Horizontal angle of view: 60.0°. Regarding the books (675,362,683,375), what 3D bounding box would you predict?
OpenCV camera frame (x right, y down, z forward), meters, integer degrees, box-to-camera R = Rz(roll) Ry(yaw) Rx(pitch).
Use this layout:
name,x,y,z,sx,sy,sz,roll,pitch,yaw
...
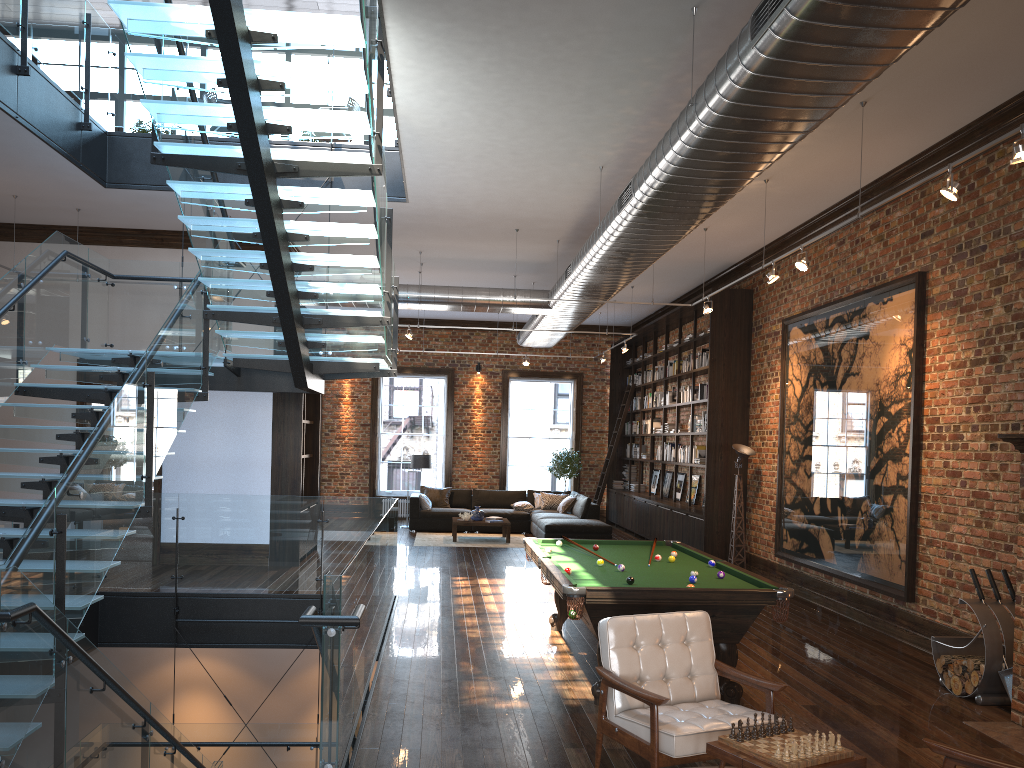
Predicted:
name,x,y,z,sx,sy,sz,roll,pitch,yaw
books,2.991,-0.261,15.733,0.191,0.255,0.061,2,1,-5

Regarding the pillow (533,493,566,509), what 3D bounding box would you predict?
name,x,y,z,sx,sy,sz,roll,pitch,yaw
pillow,0.765,2.366,17.807,0.703,0.338,0.270,2,-1,-4

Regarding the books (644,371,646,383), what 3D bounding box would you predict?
name,x,y,z,sx,sy,sz,roll,pitch,yaw
books,2.805,-0.120,18.139,0.188,0.280,0.028,2,1,-5

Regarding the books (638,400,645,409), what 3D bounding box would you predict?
name,x,y,z,sx,sy,sz,roll,pitch,yaw
books,2.745,0.452,18.604,0.185,0.210,0.069,2,1,-5

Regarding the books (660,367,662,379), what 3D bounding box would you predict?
name,x,y,z,sx,sy,sz,roll,pitch,yaw
books,2.902,-0.188,16.858,0.185,0.253,0.030,2,1,-5

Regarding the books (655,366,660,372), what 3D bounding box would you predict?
name,x,y,z,sx,sy,sz,roll,pitch,yaw
books,2.881,-0.190,17.305,0.166,0.316,0.016,2,1,-5

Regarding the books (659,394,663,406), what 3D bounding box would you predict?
name,x,y,z,sx,sy,sz,roll,pitch,yaw
books,2.885,0.318,16.835,0.191,0.249,0.024,2,1,-5

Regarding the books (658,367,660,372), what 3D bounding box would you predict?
name,x,y,z,sx,sy,sz,roll,pitch,yaw
books,2.892,-0.190,17.078,0.159,0.286,0.014,2,1,-5

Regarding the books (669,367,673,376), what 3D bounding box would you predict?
name,x,y,z,sx,sy,sz,roll,pitch,yaw
books,2.949,-0.211,16.098,0.193,0.202,0.027,2,1,-5

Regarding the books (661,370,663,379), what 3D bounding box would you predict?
name,x,y,z,sx,sy,sz,roll,pitch,yaw
books,2.912,-0.162,16.803,0.166,0.195,0.030,2,1,-5

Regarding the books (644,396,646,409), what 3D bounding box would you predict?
name,x,y,z,sx,sy,sz,roll,pitch,yaw
books,2.797,0.387,18.113,0.174,0.280,0.128,2,0,-5

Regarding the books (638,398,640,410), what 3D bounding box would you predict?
name,x,y,z,sx,sy,sz,roll,pitch,yaw
books,2.740,0.433,18.669,0.183,0.254,0.046,2,1,-5

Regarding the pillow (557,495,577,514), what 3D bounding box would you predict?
name,x,y,z,sx,sy,sz,roll,pitch,yaw
pillow,1.059,2.341,17.183,0.314,0.355,0.630,2,-3,-5

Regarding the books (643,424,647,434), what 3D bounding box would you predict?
name,x,y,z,sx,sy,sz,roll,pitch,yaw
books,2.774,0.913,17.905,0.236,0.202,0.046,2,1,-5

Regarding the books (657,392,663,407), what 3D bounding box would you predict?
name,x,y,z,sx,sy,sz,roll,pitch,yaw
books,2.884,0.303,17.005,0.175,0.303,0.067,2,1,-5

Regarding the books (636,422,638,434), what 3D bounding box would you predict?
name,x,y,z,sx,sy,sz,roll,pitch,yaw
books,2.727,0.941,18.813,0.180,0.263,0.015,2,1,-5

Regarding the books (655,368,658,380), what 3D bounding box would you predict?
name,x,y,z,sx,sy,sz,roll,pitch,yaw
books,2.874,-0.175,17.174,0.192,0.267,0.016,2,1,-5

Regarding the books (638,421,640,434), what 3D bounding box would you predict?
name,x,y,z,sx,sy,sz,roll,pitch,yaw
books,2.739,0.921,18.608,0.164,0.278,0.013,2,1,-5

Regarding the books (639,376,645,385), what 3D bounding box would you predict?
name,x,y,z,sx,sy,sz,roll,pitch,yaw
books,2.761,-0.058,18.590,0.173,0.214,0.024,2,1,-5

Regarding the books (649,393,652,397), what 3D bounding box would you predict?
name,x,y,z,sx,sy,sz,roll,pitch,yaw
books,2.824,0.341,17.697,0.171,0.315,0.014,2,1,-5

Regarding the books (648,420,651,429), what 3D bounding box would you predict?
name,x,y,z,sx,sy,sz,roll,pitch,yaw
books,2.812,0.858,17.676,0.184,0.284,0.011,2,1,-5

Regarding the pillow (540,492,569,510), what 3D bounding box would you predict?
name,x,y,z,sx,sy,sz,roll,pitch,yaw
pillow,0.853,2.331,17.634,0.611,0.362,0.288,2,-1,-1

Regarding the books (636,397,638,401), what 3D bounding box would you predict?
name,x,y,z,sx,sy,sz,roll,pitch,yaw
books,2.730,0.425,18.844,0.184,0.293,0.006,2,1,-5

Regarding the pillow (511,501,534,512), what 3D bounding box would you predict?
name,x,y,z,sx,sy,sz,roll,pitch,yaw
pillow,0.205,2.430,17.554,0.409,0.204,0.611,2,-3,-7

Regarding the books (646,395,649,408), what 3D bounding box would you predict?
name,x,y,z,sx,sy,sz,roll,pitch,yaw
books,2.815,0.371,17.935,0.174,0.286,0.091,2,1,-5

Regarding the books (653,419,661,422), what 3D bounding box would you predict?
name,x,y,z,sx,sy,sz,roll,pitch,yaw
books,2.829,0.843,17.467,0.189,0.287,0.013,2,1,-5

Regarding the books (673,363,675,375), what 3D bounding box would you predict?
name,x,y,z,sx,sy,sz,roll,pitch,yaw
books,2.971,-0.245,15.855,0.191,0.240,0.008,2,1,-5

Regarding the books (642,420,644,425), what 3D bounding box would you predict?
name,x,y,z,sx,sy,sz,roll,pitch,yaw
books,2.757,0.898,18.318,0.185,0.286,0.036,2,1,-5

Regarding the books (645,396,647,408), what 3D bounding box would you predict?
name,x,y,z,sx,sy,sz,roll,pitch,yaw
books,2.800,0.381,18.052,0.174,0.283,0.113,2,0,-5

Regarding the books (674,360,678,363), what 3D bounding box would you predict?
name,x,y,z,sx,sy,sz,roll,pitch,yaw
books,2.988,-0.273,15.882,0.181,0.298,0.009,2,1,-5

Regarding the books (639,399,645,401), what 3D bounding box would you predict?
name,x,y,z,sx,sy,sz,roll,pitch,yaw
books,2.752,0.434,18.624,0.166,0.250,0.079,2,1,-5

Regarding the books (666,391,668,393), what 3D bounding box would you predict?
name,x,y,z,sx,sy,sz,roll,pitch,yaw
books,2.920,0.273,16.398,0.190,0.284,0.013,2,1,-5

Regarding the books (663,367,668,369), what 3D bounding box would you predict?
name,x,y,z,sx,sy,sz,roll,pitch,yaw
books,2.925,-0.196,16.684,0.143,0.251,0.078,2,1,-5

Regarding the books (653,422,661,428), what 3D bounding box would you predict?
name,x,y,z,sx,sy,sz,roll,pitch,yaw
books,2.850,0.868,17.417,0.147,0.232,0.036,2,1,-5

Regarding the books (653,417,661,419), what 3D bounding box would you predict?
name,x,y,z,sx,sy,sz,roll,pitch,yaw
books,2.850,0.823,17.488,0.161,0.331,0.006,2,1,-5

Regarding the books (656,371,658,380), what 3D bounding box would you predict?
name,x,y,z,sx,sy,sz,roll,pitch,yaw
books,2.870,-0.146,17.111,0.187,0.200,0.030,2,1,-5

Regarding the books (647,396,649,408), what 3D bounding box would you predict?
name,x,y,z,sx,sy,sz,roll,pitch,yaw
books,2.808,0.380,17.849,0.174,0.256,0.027,2,1,-5

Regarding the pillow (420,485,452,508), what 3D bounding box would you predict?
name,x,y,z,sx,sy,sz,roll,pitch,yaw
pillow,-1.540,2.248,17.656,0.701,0.440,0.305,2,0,-4

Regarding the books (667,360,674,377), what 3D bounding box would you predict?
name,x,y,z,sx,sy,sz,roll,pitch,yaw
books,2.950,-0.262,16.275,0.186,0.329,0.069,2,1,-5

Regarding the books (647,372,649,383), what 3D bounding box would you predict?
name,x,y,z,sx,sy,sz,roll,pitch,yaw
books,2.826,-0.121,17.923,0.178,0.255,0.036,2,1,-5

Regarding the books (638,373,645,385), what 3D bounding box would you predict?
name,x,y,z,sx,sy,sz,roll,pitch,yaw
books,2.748,-0.086,18.668,0.190,0.280,0.017,2,1,-5

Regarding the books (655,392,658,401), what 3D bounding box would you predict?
name,x,y,z,sx,sy,sz,roll,pitch,yaw
books,2.866,0.310,17.201,0.183,0.314,0.013,2,1,-5

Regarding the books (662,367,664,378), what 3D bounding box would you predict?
name,x,y,z,sx,sy,sz,roll,pitch,yaw
books,2.920,-0.193,16.718,0.168,0.248,0.072,2,1,-5

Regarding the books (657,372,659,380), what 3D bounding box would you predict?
name,x,y,z,sx,sy,sz,roll,pitch,yaw
books,2.887,-0.141,17.054,0.177,0.185,0.035,2,1,-5

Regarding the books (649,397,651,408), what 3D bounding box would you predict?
name,x,y,z,sx,sy,sz,roll,pitch,yaw
books,2.826,0.376,17.673,0.181,0.242,0.035,2,1,-5

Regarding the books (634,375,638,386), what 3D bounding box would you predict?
name,x,y,z,sx,sy,sz,roll,pitch,yaw
books,2.714,-0.059,18.879,0.235,0.252,0.028,2,1,-5

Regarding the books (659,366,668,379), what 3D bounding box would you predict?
name,x,y,z,sx,sy,sz,roll,pitch,yaw
books,2.900,-0.202,16.911,0.176,0.289,0.030,2,1,-5

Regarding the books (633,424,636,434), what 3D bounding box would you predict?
name,x,y,z,sx,sy,sz,roll,pitch,yaw
books,2.696,0.964,18.881,0.231,0.225,0.024,2,1,-5

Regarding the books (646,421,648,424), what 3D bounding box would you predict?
name,x,y,z,sx,sy,sz,roll,pitch,yaw
books,2.796,0.886,17.950,0.177,0.264,0.041,2,1,-5

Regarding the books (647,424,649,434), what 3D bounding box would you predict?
name,x,y,z,sx,sy,sz,roll,pitch,yaw
books,2.805,0.907,17.852,0.186,0.208,0.017,2,1,-5

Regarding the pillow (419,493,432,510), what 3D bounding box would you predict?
name,x,y,z,sx,sy,sz,roll,pitch,yaw
pillow,-1.684,2.293,17.258,0.244,0.305,0.574,2,-3,-4

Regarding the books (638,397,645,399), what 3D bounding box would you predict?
name,x,y,z,sx,sy,sz,roll,pitch,yaw
books,2.748,0.421,18.696,0.190,0.281,0.006,2,1,-5

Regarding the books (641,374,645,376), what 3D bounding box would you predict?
name,x,y,z,sx,sy,sz,roll,pitch,yaw
books,2.775,-0.075,18.624,0.129,0.253,0.014,2,1,-5
